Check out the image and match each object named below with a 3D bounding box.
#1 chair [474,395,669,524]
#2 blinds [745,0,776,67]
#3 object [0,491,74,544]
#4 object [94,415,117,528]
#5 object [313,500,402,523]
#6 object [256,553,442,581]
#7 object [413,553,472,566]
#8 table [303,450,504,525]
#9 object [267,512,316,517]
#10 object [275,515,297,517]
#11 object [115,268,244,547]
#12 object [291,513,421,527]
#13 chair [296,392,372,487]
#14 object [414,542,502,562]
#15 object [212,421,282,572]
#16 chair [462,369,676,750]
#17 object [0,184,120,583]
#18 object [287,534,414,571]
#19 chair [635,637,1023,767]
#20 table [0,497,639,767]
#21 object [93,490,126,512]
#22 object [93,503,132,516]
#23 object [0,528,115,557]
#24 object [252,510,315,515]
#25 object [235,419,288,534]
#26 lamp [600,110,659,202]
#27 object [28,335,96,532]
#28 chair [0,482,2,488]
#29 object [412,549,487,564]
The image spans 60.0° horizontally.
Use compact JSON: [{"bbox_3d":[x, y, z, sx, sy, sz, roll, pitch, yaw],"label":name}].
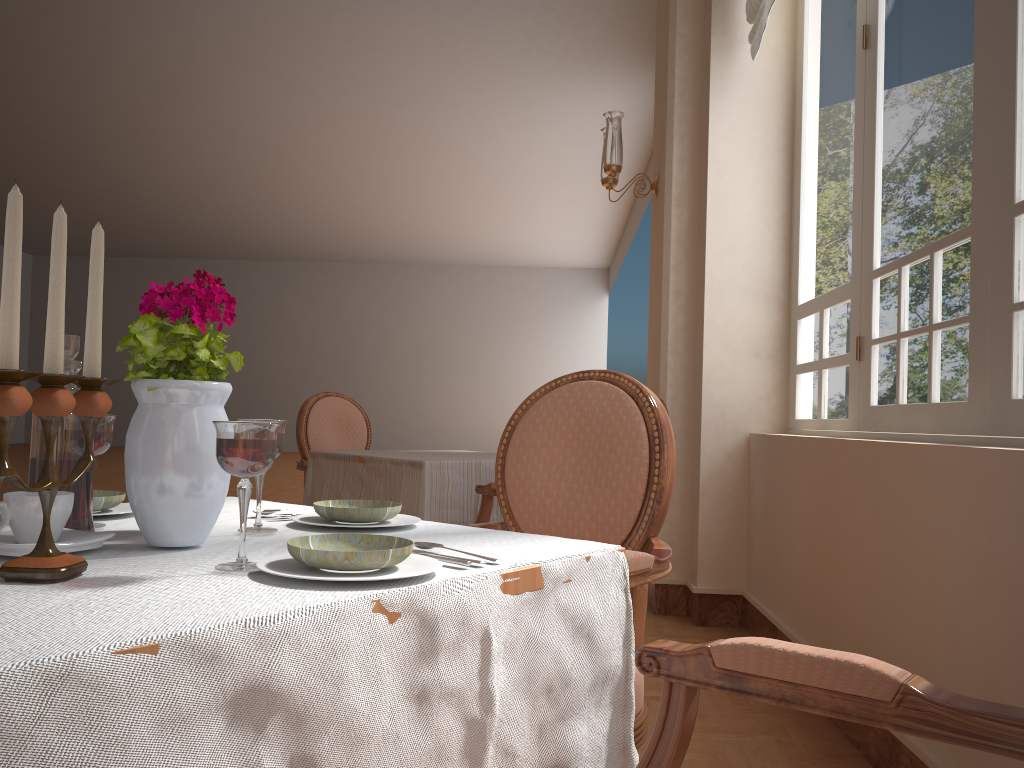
[{"bbox_3d":[0.219,0.487,2.995,0.521,0.931,0.593,3,-2,-43],"label":"chair"},{"bbox_3d":[0.981,-1.973,3.240,0.072,1.376,0.844,2,-2,3],"label":"blinds"},{"bbox_3d":[-0.478,0.133,0.878,0.078,0.049,0.062,3,-2,-25],"label":"object"},{"bbox_3d":[-0.512,0.104,1.068,0.062,0.135,0.062,1,-2,34],"label":"object"},{"bbox_3d":[-0.207,0.172,1.186,0.117,0.024,0.117,3,-2,-18],"label":"object"},{"bbox_3d":[-0.151,0.170,0.830,0.171,0.005,0.171,4,-3,-37],"label":"object"},{"bbox_3d":[-0.091,0.176,0.907,0.127,0.004,0.013,0,-3,40],"label":"object"},{"bbox_3d":[-0.274,0.618,3.502,0.831,0.677,0.829,4,-3,-42],"label":"table"},{"bbox_3d":[-0.298,0.185,1.262,0.016,0.002,0.125,0,-3,40],"label":"object"},{"bbox_3d":[-0.284,0.183,1.246,0.013,0.004,0.127,0,-3,40],"label":"object"},{"bbox_3d":[-0.360,0.019,0.948,0.124,0.302,0.143,2,-2,1],"label":"object"},{"bbox_3d":[-0.207,0.183,1.186,0.171,0.005,0.171,0,-3,33],"label":"object"},{"bbox_3d":[-0.707,0.499,4.020,0.521,0.931,0.593,3,-2,-43],"label":"chair"},{"bbox_3d":[-0.061,0.177,0.942,0.125,0.006,0.027,0,-3,39],"label":"object"},{"bbox_3d":[-0.247,0.102,0.819,0.062,0.135,0.062,1,-2,34],"label":"object"},{"bbox_3d":[0.002,0.423,1.556,0.521,0.931,0.593,1,-2,36],"label":"chair"},{"bbox_3d":[-0.396,0.004,0.764,0.059,0.325,0.177,2,-2,1],"label":"object"},{"bbox_3d":[-0.151,0.160,0.830,0.117,0.024,0.117,0,-3,44],"label":"object"},{"bbox_3d":[0.178,0.389,0.583,0.593,0.931,0.521,0,-2,36],"label":"chair"},{"bbox_3d":[-0.412,0.512,0.986,0.829,0.680,0.837,0,-2,36],"label":"table"},{"bbox_3d":[-0.590,0.161,1.206,0.117,0.024,0.117,1,-2,13],"label":"object"},{"bbox_3d":[-0.590,0.171,1.205,0.171,0.005,0.171,0,-3,40],"label":"object"},{"bbox_3d":[-0.471,0.157,0.880,0.119,0.016,0.119,1,-2,22],"label":"object"},{"bbox_3d":[-0.319,0.183,1.276,0.027,0.006,0.125,0,-3,39],"label":"object"},{"bbox_3d":[-0.305,0.111,1.074,0.062,0.135,0.062,1,-2,34],"label":"object"},{"bbox_3d":[0.556,-1.064,4.206,0.274,0.362,0.320,2,-2,3],"label":"lamp"},{"bbox_3d":[-0.496,0.057,0.980,0.074,0.222,0.074,2,-2,-18],"label":"object"},{"bbox_3d":[-0.931,0.388,1.406,0.593,0.931,0.521,0,-2,36],"label":"chair"},{"bbox_3d":[-0.076,0.178,0.921,0.125,0.002,0.016,0,-3,40],"label":"object"}]
